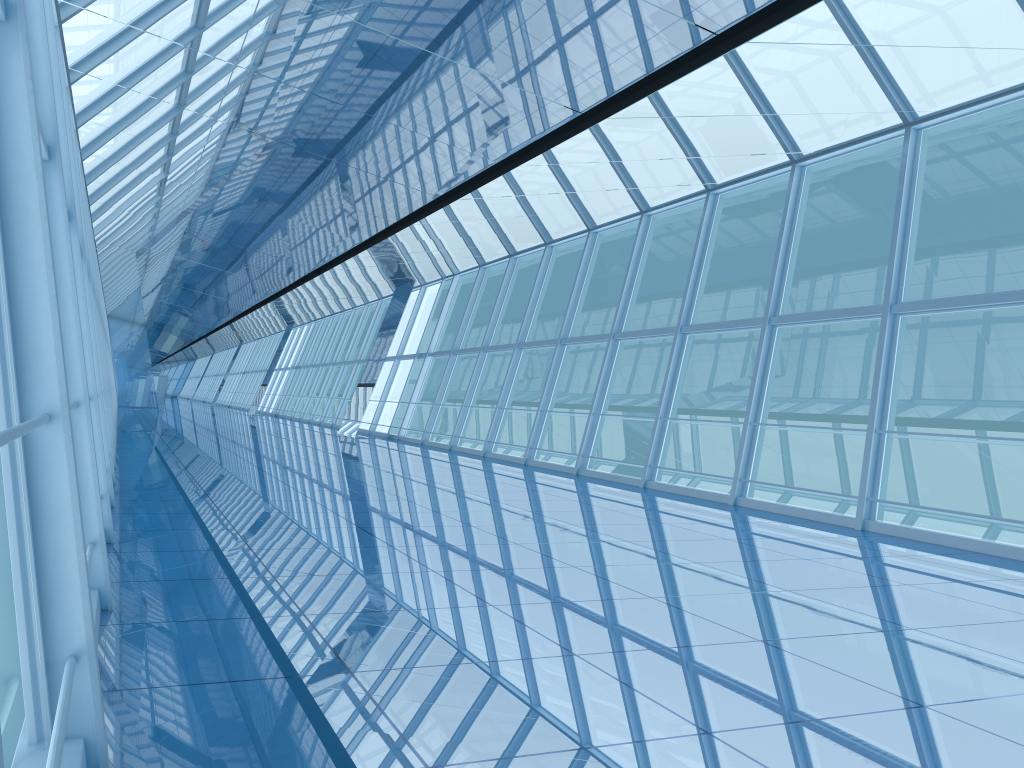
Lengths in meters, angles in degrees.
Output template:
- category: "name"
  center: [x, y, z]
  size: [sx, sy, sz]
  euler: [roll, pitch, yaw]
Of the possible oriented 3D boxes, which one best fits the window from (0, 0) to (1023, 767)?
- category: "window"
  center: [-17.793, -1.052, 47.092]
  size: [9.785, 4.953, 106.804]
  euler: [5, -2, -25]
